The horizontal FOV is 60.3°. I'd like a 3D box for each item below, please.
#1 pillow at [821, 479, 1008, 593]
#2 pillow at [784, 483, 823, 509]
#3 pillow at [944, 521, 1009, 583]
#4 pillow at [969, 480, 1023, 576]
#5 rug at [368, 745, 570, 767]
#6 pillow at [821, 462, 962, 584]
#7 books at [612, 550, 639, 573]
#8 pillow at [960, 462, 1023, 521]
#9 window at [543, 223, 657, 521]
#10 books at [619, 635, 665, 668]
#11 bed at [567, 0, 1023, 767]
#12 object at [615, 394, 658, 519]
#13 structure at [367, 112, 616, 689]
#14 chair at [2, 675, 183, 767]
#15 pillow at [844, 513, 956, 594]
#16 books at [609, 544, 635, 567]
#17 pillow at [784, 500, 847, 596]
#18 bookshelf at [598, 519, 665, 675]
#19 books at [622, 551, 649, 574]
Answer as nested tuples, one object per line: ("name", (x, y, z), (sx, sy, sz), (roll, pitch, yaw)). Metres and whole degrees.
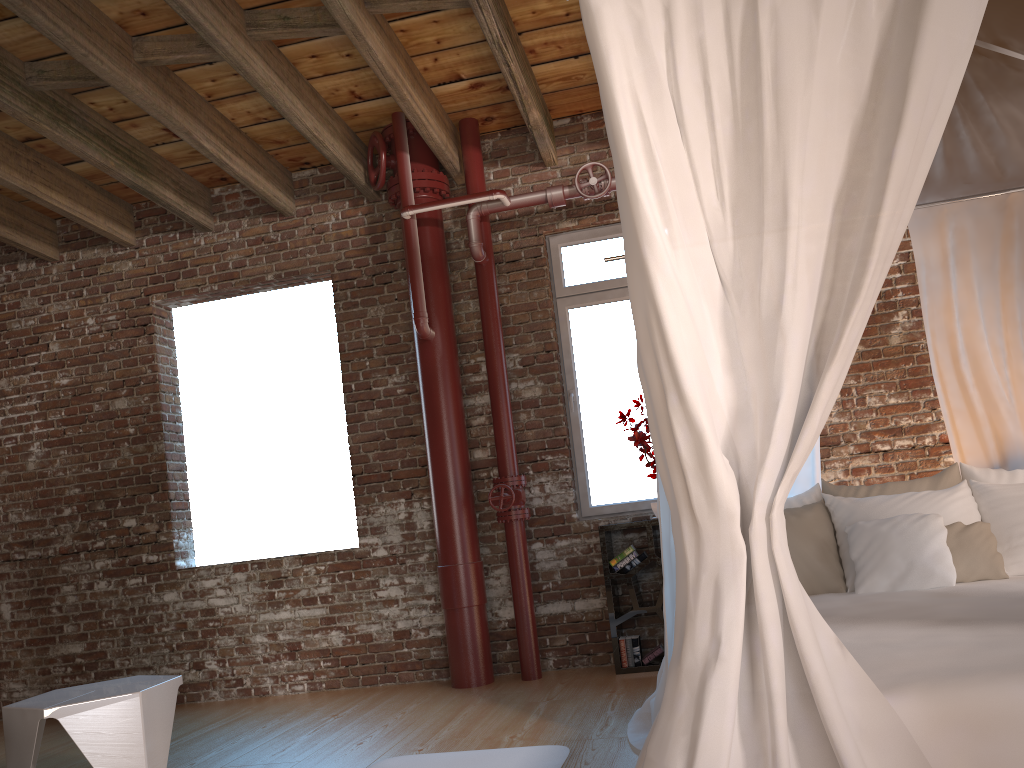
("pillow", (1.616, 0.605, 3.594), (0.601, 0.401, 0.357), (-8, -6, 8))
("pillow", (1.096, 0.714, 3.886), (0.621, 0.490, 0.204), (-8, -4, 11))
("pillow", (1.748, 0.652, 3.426), (0.283, 0.232, 0.166), (-8, -5, 9))
("pillow", (2.192, 0.555, 3.497), (0.617, 0.430, 0.300), (-8, -5, 11))
("rug", (-0.326, 1.445, 2.981), (0.844, 0.007, 1.473), (-9, -9, 12))
("pillow", (1.655, 0.615, 3.796), (0.620, 0.492, 0.214), (-8, -4, 10))
("books", (0.656, 1.023, 5.086), (0.151, 0.108, 0.137), (-8, -7, 11))
("pillow", (2.231, 0.535, 3.693), (0.619, 0.496, 0.213), (-8, -4, 10))
("window", (0.926, -0.137, 5.408), (1.320, 1.839, 0.172), (-8, -4, 10))
("books", (0.749, 1.523, 5.050), (0.245, 0.159, 0.137), (-8, -6, 10))
("bed", (1.285, -0.714, 2.839), (2.451, 3.860, 2.736), (-8, -5, 11))
("object", (0.822, 0.366, 5.139), (0.409, 0.835, 0.405), (-7, -4, 7))
("structure", (0.210, -0.030, 5.152), (1.962, 3.445, 0.590), (-8, -4, 10))
("chair", (-1.573, 1.420, 3.377), (0.626, 0.487, 0.531), (-4, -7, -25))
("pillow", (1.504, 0.660, 3.434), (0.377, 0.289, 0.221), (-9, -6, 20))
("books", (0.639, 0.990, 5.091), (0.151, 0.108, 0.137), (-8, -7, 11))
("pillow", (1.056, 0.725, 3.691), (0.602, 0.412, 0.367), (-8, -6, 8))
("bookshelf", (0.983, 1.187, 5.092), (0.840, 0.841, 0.300), (-8, -4, 10))
("books", (0.713, 1.026, 5.076), (0.154, 0.113, 0.137), (-8, -7, 11))
